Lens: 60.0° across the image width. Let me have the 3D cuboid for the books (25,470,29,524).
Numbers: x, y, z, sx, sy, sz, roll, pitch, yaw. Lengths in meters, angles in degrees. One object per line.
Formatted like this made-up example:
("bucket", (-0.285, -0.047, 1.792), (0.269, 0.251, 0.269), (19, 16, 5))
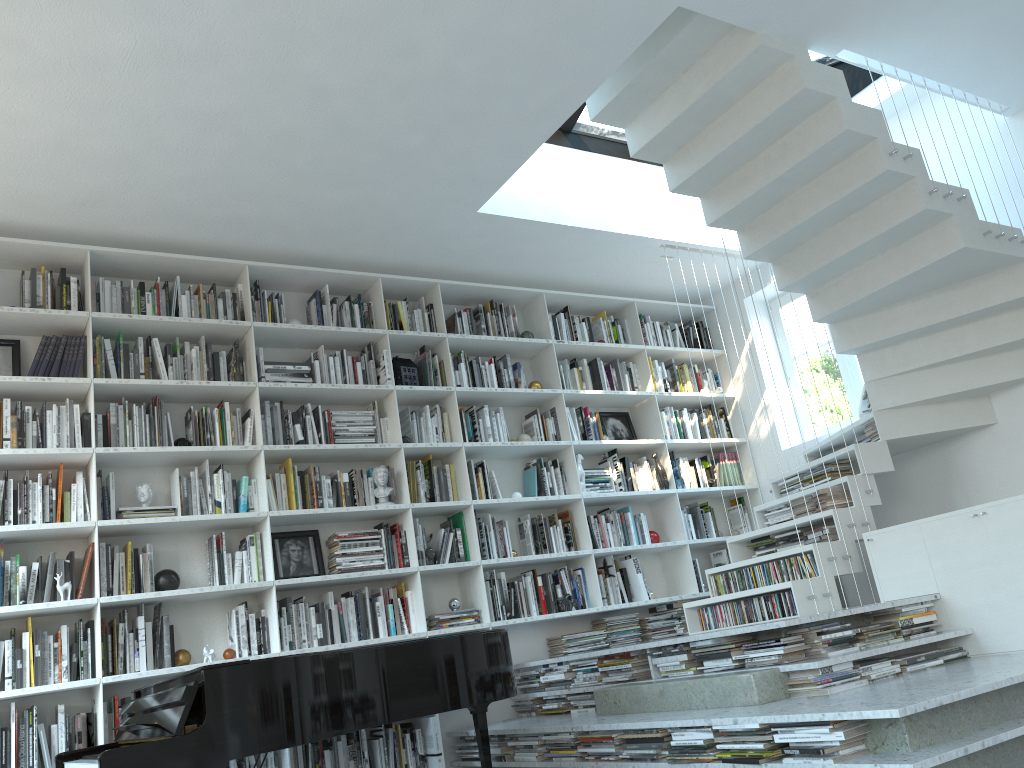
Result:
("books", (-2.390, 0.589, 4.368), (0.011, 0.303, 0.130), (1, -20, -32))

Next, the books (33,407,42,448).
("books", (-2.401, 0.262, 4.491), (0.035, 0.260, 0.131), (1, -20, -32))

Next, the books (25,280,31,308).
("books", (-2.549, -0.414, 4.658), (0.028, 0.217, 0.153), (1, -20, -32))

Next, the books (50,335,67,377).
("books", (-2.380, -0.096, 4.628), (0.097, 0.281, 0.174), (1, -20, -32))

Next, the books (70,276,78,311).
("books", (-2.369, -0.427, 4.778), (0.031, 0.253, 0.178), (1, -20, -32))

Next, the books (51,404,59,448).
("books", (-2.330, 0.255, 4.511), (0.022, 0.262, 0.175), (1, -20, -32))

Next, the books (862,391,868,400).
("books", (2.263, 0.040, 5.331), (0.283, 0.012, 0.175), (-13, -17, 11))

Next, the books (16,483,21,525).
("books", (-2.404, 0.616, 4.320), (0.013, 0.228, 0.177), (1, -20, -32))

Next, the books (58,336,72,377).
("books", (-2.363, -0.092, 4.663), (0.078, 0.284, 0.174), (1, -20, -32))

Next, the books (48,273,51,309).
("books", (-2.466, -0.435, 4.712), (0.010, 0.262, 0.157), (1, -20, -32))

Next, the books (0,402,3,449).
("books", (-2.532, 0.245, 4.382), (0.023, 0.270, 0.187), (1, -20, -32))

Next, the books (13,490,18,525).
("books", (-2.424, 0.631, 4.319), (0.021, 0.204, 0.130), (1, -20, -32))

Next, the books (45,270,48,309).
("books", (-2.483, -0.441, 4.719), (0.013, 0.282, 0.167), (1, -20, -32))

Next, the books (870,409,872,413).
("books", (2.286, 0.136, 5.327), (0.247, 0.015, 0.142), (-14, -18, 13))

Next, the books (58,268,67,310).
("books", (-2.409, -0.451, 4.749), (0.025, 0.296, 0.164), (1, -20, -32))

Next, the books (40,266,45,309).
("books", (-2.505, -0.454, 4.729), (0.014, 0.319, 0.137), (1, -20, -32))

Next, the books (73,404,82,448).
("books", (-2.247, 0.258, 4.567), (0.035, 0.263, 0.178), (1, -20, -32))

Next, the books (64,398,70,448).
("books", (-2.282, 0.241, 4.539), (0.012, 0.290, 0.183), (1, -20, -32))

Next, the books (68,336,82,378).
("books", (-2.325, -0.091, 4.687), (0.078, 0.284, 0.174), (1, -20, -32))

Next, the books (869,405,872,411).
("books", (2.278, 0.117, 5.317), (0.250, 0.017, 0.181), (-15, -18, 15))

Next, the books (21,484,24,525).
("books", (-2.399, 0.621, 4.336), (0.013, 0.227, 0.152), (1, -20, -32))

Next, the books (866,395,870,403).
("books", (2.275, 0.062, 5.356), (0.250, 0.017, 0.135), (-15, -18, 15))

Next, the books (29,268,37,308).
("books", (-2.529, -0.444, 4.677), (0.024, 0.279, 0.188), (1, -20, -32))

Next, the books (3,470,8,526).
("books", (-2.458, 0.582, 4.304), (0.013, 0.299, 0.152), (1, -20, -32))

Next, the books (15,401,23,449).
("books", (-2.472, 0.246, 4.443), (0.025, 0.285, 0.161), (1, -20, -32))

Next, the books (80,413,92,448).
("books", (-2.197, 0.279, 4.558), (0.039, 0.201, 0.236), (1, -20, -32))

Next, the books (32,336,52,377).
("books", (-2.454, -0.089, 4.603), (0.110, 0.278, 0.174), (1, -20, -32))

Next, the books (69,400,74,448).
("books", (-2.274, 0.246, 4.557), (0.022, 0.288, 0.170), (1, -20, -32))

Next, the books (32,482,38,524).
("books", (-2.362, 0.620, 4.379), (0.028, 0.241, 0.132), (1, -20, -32))

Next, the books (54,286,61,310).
("books", (-2.428, -0.398, 4.729), (0.027, 0.189, 0.178), (1, -20, -32))

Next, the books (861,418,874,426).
("books", (2.280, 0.212, 5.350), (0.300, 0.007, 0.159), (-7, -17, -9))

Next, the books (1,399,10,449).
("books", (-2.508, 0.237, 4.394), (0.030, 0.285, 0.185), (1, -20, -32))

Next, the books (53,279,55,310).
("books", (-2.462, -0.421, 4.747), (0.013, 0.253, 0.129), (1, -20, -32))

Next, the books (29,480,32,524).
("books", (-2.375, 0.612, 4.363), (0.011, 0.251, 0.139), (1, -20, -32))

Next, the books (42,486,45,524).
("books", (-2.323, 0.628, 4.383), (0.012, 0.216, 0.160), (1, -20, -32))

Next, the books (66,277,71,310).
("books", (-2.398, -0.426, 4.775), (0.022, 0.259, 0.152), (1, -20, -32))

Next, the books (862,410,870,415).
("books", (2.346, 0.167, 5.580), (0.226, 0.012, 0.284), (-19, -19, 28))

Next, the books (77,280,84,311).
("books", (-2.346, -0.420, 4.809), (0.039, 0.251, 0.147), (1, -20, -32))

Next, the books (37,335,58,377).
("books", (-2.425, -0.095, 4.601), (0.110, 0.278, 0.174), (1, -20, -32))

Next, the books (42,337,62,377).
("books", (-2.415, -0.088, 4.628), (0.110, 0.278, 0.174), (1, -20, -32))

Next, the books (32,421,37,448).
("books", (-2.410, 0.295, 4.465), (0.022, 0.185, 0.137), (1, -20, -32))

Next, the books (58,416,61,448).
("books", (-2.317, 0.286, 4.523), (0.013, 0.205, 0.173), (1, -20, -32))

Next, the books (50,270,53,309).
("books", (-2.459, -0.440, 4.720), (0.011, 0.273, 0.184), (1, -20, -32))

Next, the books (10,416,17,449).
("books", (-2.474, 0.279, 4.394), (0.029, 0.194, 0.192), (1, -20, -32))

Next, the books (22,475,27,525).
("books", (-2.389, 0.598, 4.345), (0.012, 0.271, 0.146), (1, -20, -32))

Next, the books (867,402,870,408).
("books", (2.274, 0.095, 5.322), (0.256, 0.010, 0.163), (-13, -17, 11))

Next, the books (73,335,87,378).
("books", (-2.298, -0.095, 4.689), (0.078, 0.284, 0.174), (1, -20, -32))

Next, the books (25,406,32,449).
("books", (-2.438, 0.260, 4.463), (0.029, 0.260, 0.158), (1, -20, -32))

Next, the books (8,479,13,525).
("books", (-2.445, 0.606, 4.315), (0.021, 0.256, 0.156), (1, -20, -32))

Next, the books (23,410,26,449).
("books", (-2.446, 0.268, 4.437), (0.013, 0.231, 0.172), (1, -20, -32))

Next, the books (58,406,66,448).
("books", (-2.310, 0.262, 4.548), (0.024, 0.265, 0.155), (1, -20, -32))

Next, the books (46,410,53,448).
("books", (-2.350, 0.270, 4.493), (0.030, 0.230, 0.173), (1, -20, -32))

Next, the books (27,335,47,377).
("books", (-2.468, -0.093, 4.584), (0.110, 0.278, 0.174), (1, -20, -32))

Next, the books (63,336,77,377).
("books", (-2.346, -0.090, 4.679), (0.078, 0.284, 0.174), (1, -20, -32))

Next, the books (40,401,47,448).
("books", (-2.374, 0.247, 4.492), (0.012, 0.280, 0.188), (1, -20, -32))

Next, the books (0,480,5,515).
("books", (-2.489, 0.608, 4.295), (0.048, 0.255, 0.142), (1, -20, -32))

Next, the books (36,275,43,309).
("books", (-2.504, -0.430, 4.686), (0.028, 0.248, 0.156), (1, -20, -32))

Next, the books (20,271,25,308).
("books", (-2.577, -0.439, 4.666), (0.013, 0.277, 0.151), (1, -20, -32))

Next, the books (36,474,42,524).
("books", (-2.332, 0.596, 4.373), (0.015, 0.274, 0.157), (1, -20, -32))
